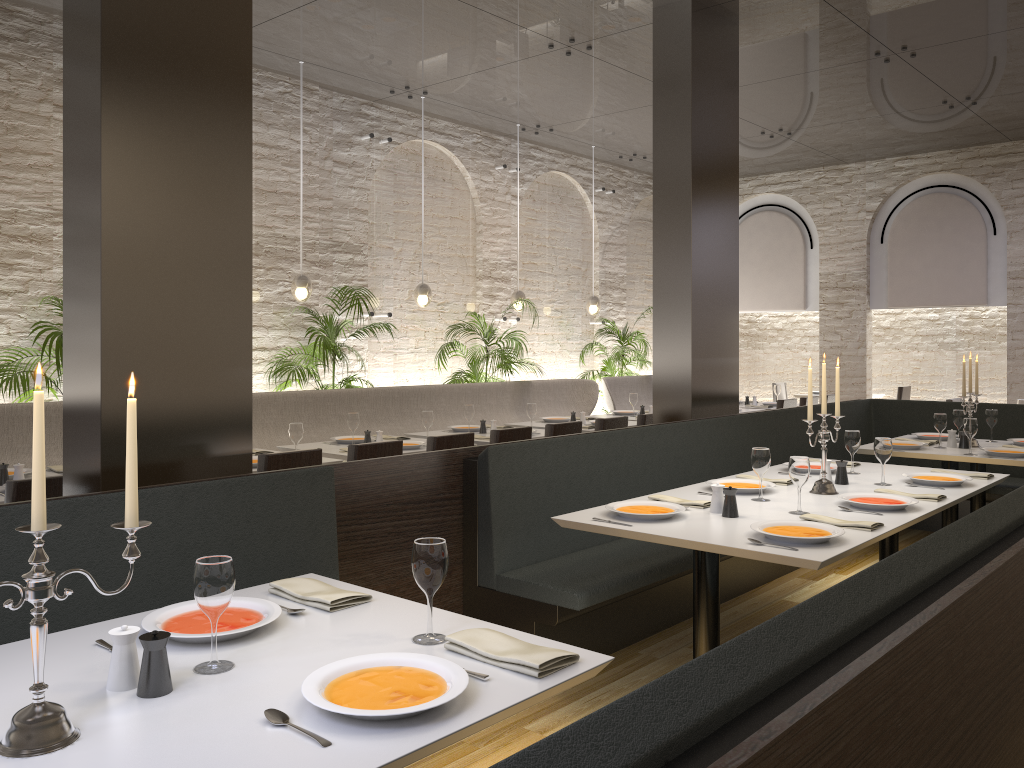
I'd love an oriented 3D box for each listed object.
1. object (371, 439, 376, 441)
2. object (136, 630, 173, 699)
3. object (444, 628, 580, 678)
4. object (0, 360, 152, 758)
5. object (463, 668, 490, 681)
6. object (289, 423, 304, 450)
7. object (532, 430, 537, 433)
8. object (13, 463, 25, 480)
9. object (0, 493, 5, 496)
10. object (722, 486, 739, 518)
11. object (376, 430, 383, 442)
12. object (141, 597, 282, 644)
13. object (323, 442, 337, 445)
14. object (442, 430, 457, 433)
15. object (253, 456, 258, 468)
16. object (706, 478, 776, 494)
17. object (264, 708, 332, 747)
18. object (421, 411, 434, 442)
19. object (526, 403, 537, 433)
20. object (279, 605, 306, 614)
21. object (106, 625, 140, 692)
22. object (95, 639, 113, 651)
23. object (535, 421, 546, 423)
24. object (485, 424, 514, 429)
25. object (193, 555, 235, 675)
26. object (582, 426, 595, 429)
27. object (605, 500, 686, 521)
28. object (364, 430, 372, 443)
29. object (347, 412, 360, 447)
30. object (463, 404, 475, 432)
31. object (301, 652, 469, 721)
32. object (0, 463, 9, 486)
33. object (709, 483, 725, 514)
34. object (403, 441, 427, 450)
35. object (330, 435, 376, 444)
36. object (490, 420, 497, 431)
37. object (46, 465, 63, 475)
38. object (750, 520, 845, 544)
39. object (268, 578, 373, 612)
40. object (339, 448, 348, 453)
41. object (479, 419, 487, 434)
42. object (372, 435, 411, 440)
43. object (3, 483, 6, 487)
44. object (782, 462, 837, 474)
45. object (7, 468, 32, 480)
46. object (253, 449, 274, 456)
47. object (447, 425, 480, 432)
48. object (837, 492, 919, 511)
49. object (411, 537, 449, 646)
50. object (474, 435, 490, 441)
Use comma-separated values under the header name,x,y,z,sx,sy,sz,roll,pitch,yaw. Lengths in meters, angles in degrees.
name,x,y,z,sx,sy,sz,roll,pitch,yaw
object,-1.018,0.402,6.437,0.181,0.015,0.038,2,3,43
object,-0.703,0.548,1.745,0.069,0.126,0.069,0,1,35
object,-0.003,0.583,1.949,0.273,0.033,0.143,2,3,41
object,-0.816,0.287,1.528,0.390,0.657,0.131,0,0,-38
object,-0.119,0.596,1.862,0.185,0.010,0.017,2,3,41
object,-1.272,0.346,5.226,0.086,0.231,0.086,0,0,-7
object,0.036,0.378,6.821,0.322,0.036,0.322,1,3,19
object,-2.420,0.442,4.349,0.059,0.109,0.059,0,1,33
object,-2.363,0.501,4.082,0.181,0.015,0.038,2,3,43
object,0.875,0.473,3.550,0.069,0.126,0.069,0,1,-17
object,-0.909,0.370,6.078,0.059,0.109,0.059,0,1,33
object,-0.720,0.574,2.134,0.322,0.036,0.321,-1,3,-29
object,-1.255,0.416,6.166,0.185,0.010,0.017,2,3,41
object,-0.491,0.379,7.041,0.185,0.010,0.017,2,3,41
object,-1.493,0.451,5.070,0.321,0.036,0.322,-1,2,-14
object,1.081,0.488,4.195,0.322,0.036,0.321,-1,3,-29
object,-0.381,0.606,1.563,0.181,0.015,0.038,2,3,43
object,-0.591,0.305,6.208,0.086,0.231,0.086,0,0,-43
object,0.156,0.269,7.063,0.086,0.231,0.086,0,0,-7
object,-0.593,0.576,2.291,0.181,0.015,0.038,2,3,43
object,-0.778,0.547,1.778,0.069,0.126,0.069,0,1,35
object,-0.877,0.592,1.967,0.185,0.010,0.017,2,3,41
object,0.280,0.342,7.922,0.185,0.010,0.017,2,3,41
object,-0.128,0.360,7.422,0.273,0.033,0.143,2,3,41
object,-0.631,0.486,1.877,0.086,0.231,0.086,0,0,-37
object,0.569,0.359,7.433,0.273,0.033,0.143,2,3,41
object,0.537,0.514,3.572,0.321,0.036,0.322,2,3,39
object,-0.992,0.369,6.090,0.059,0.109,0.059,0,1,33
object,-1.082,0.312,6.034,0.086,0.231,0.086,0,0,-1
object,-0.334,0.276,6.890,0.086,0.231,0.086,0,0,-7
object,-0.243,0.592,1.715,0.322,0.036,0.321,-1,3,-29
object,-2.503,0.442,4.360,0.059,0.109,0.059,0,1,33
object,0.846,0.469,3.641,0.069,0.126,0.069,0,1,-26
object,-0.728,0.415,5.946,0.322,0.036,0.321,1,3,24
object,-1.131,0.400,6.302,0.322,0.036,0.321,1,3,24
object,-0.145,0.333,6.952,0.059,0.109,0.059,0,1,33
object,-2.404,0.469,4.818,0.273,0.033,0.143,2,3,41
object,1.013,0.532,3.153,0.321,0.036,0.322,1,2,17
object,-0.521,0.564,2.402,0.273,0.033,0.143,2,3,41
object,-0.966,0.433,5.676,0.273,0.033,0.143,2,3,41
object,-0.228,0.333,6.964,0.059,0.109,0.059,0,1,33
object,-0.893,0.397,6.547,0.273,0.033,0.143,2,3,41
object,-2.239,0.487,4.217,0.322,0.036,0.322,1,3,19
object,1.641,0.461,4.835,0.322,0.036,0.321,2,3,37
object,-2.643,0.472,4.572,0.322,0.036,0.322,1,3,19
object,-1.659,0.433,5.671,0.273,0.033,0.143,2,3,41
object,-0.367,0.363,7.176,0.322,0.036,0.322,1,3,19
object,1.558,0.506,3.776,0.322,0.036,0.321,-1,3,-29
object,-0.191,0.479,2.057,0.086,0.231,0.086,0,0,-37
object,-0.201,0.396,6.551,0.273,0.033,0.143,2,3,41
